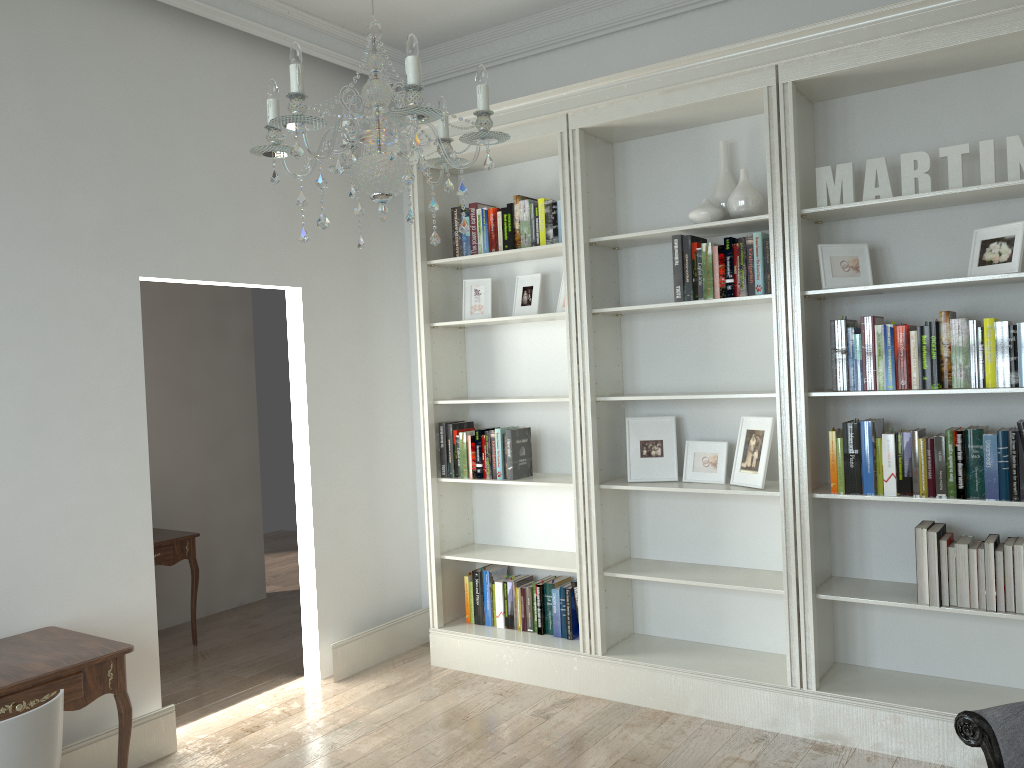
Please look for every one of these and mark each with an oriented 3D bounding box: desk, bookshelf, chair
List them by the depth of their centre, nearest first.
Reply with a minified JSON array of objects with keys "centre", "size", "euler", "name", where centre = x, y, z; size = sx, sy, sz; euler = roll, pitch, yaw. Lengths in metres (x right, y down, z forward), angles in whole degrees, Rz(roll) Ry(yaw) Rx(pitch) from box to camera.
[{"centre":[1.576,0.920,2.049],"size":[0.763,1.024,0.778],"euler":[-3,1,-1],"name":"chair"},{"centre":[-1.468,1.214,2.395],"size":[0.514,0.715,0.478],"euler":[-2,1,34],"name":"chair"},{"centre":[-1.881,1.254,2.567],"size":[0.555,0.668,1.443],"euler":[-2,1,34],"name":"desk"},{"centre":[1.626,-0.036,3.449],"size":[0.972,2.523,0.399],"euler":[-2,1,34],"name":"bookshelf"},{"centre":[0.824,-0.008,3.998],"size":[0.972,2.523,0.399],"euler":[-2,1,34],"name":"bookshelf"},{"centre":[0.022,0.019,4.547],"size":[0.972,2.523,0.399],"euler":[-2,1,34],"name":"bookshelf"},{"centre":[-2.256,1.233,5.048],"size":[0.555,0.668,0.800],"euler":[-2,1,34],"name":"desk"}]

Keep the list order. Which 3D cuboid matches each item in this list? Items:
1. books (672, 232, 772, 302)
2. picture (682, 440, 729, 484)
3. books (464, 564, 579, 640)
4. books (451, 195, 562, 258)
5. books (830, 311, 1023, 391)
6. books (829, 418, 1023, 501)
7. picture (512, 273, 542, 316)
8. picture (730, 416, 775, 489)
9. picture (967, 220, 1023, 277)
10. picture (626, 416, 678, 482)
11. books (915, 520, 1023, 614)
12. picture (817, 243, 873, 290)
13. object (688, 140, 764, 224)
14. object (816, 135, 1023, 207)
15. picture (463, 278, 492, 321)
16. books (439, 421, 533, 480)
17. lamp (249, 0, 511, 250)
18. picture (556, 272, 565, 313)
[{"centre":[0.950,-0.513,3.825],"size":[0.465,0.291,0.205],"euler":[-2,1,34],"name":"books"},{"centre":[0.899,0.355,4.066],"size":[0.206,0.192,0.124],"euler":[-2,1,35],"name":"picture"},{"centre":[0.116,1.111,4.594],"size":[0.762,0.302,0.207],"euler":[-2,1,35],"name":"books"},{"centre":[0.015,-0.814,4.592],"size":[0.691,0.301,0.201],"euler":[-2,1,35],"name":"books"},{"centre":[1.610,-0.134,3.429],"size":[0.691,0.301,0.201],"euler":[-2,1,35],"name":"books"},{"centre":[1.641,0.276,3.421],"size":[0.762,0.302,0.207],"euler":[-2,1,35],"name":"books"},{"centre":[0.084,-0.454,4.587],"size":[0.153,0.228,0.094],"euler":[-2,1,34],"name":"picture"},{"centre":[1.056,0.292,3.851],"size":[0.124,0.300,0.202],"euler":[-3,1,-26],"name":"picture"},{"centre":[1.799,-0.490,3.257],"size":[0.124,0.188,0.202],"euler":[-3,1,-26],"name":"picture"},{"centre":[0.658,0.304,4.177],"size":[0.231,0.300,0.127],"euler":[-2,1,9],"name":"picture"},{"centre":[1.775,0.684,3.315],"size":[0.465,0.291,0.205],"euler":[-2,1,34],"name":"books"},{"centre":[1.346,-0.476,3.612],"size":[0.206,0.192,0.124],"euler":[-3,1,0],"name":"picture"},{"centre":[0.950,-0.891,3.903],"size":[0.319,0.397,0.316],"euler":[-2,1,23],"name":"object"},{"centre":[1.581,-0.806,3.421],"size":[0.790,0.180,0.034],"euler":[-2,1,34],"name":"object"},{"centre":[-0.181,-0.444,4.689],"size":[0.153,0.228,0.094],"euler":[-2,1,9],"name":"picture"},{"centre":[-0.136,0.341,4.650],"size":[0.465,0.291,0.205],"euler":[-2,1,34],"name":"books"},{"centre":[-0.373,-1.627,2.161],"size":[0.648,2.542,0.577],"euler":[-3,1,4],"name":"lamp"},{"centre":[0.291,-0.460,4.365],"size":[0.094,0.228,0.153],"euler":[-3,1,-31],"name":"picture"}]
